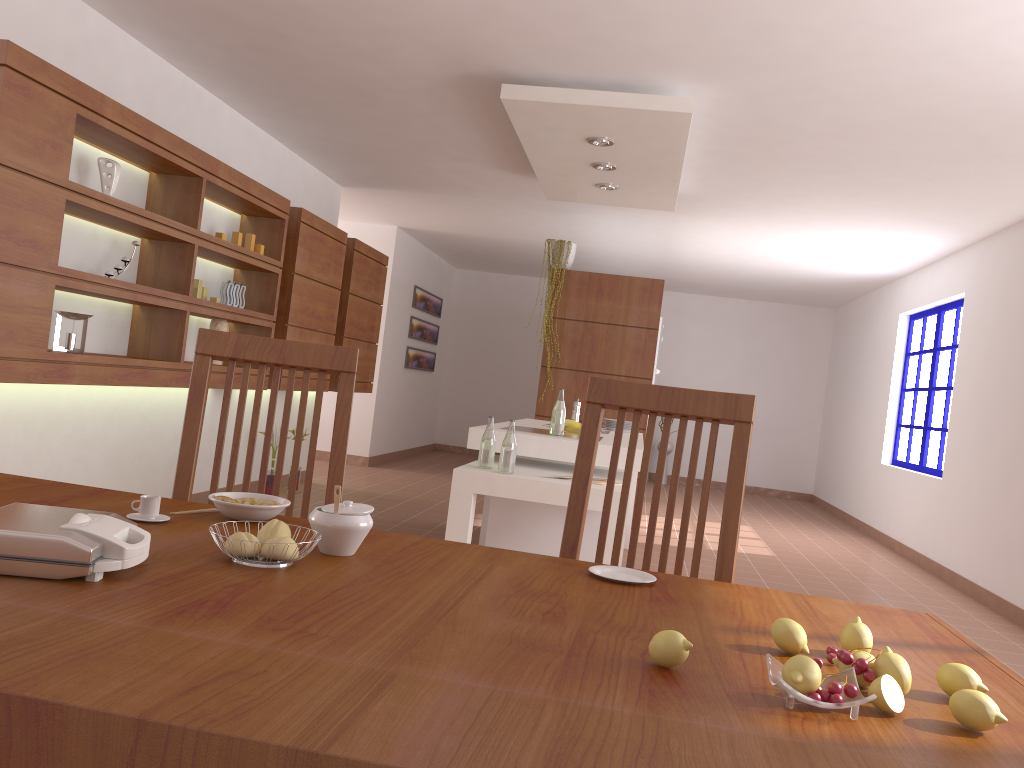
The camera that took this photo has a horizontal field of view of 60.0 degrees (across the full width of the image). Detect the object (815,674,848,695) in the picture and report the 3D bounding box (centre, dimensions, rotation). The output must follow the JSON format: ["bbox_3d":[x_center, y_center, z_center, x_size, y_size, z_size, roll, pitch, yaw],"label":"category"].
[{"bbox_3d":[0.330,0.312,0.914,0.049,0.023,0.040,7,0,-36],"label":"object"}]

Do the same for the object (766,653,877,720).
[{"bbox_3d":[0.309,0.309,0.901,0.092,0.032,0.091,7,0,8],"label":"object"}]

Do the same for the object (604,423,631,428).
[{"bbox_3d":[0.736,0.291,6.037,0.228,0.020,0.228,7,0,-10],"label":"object"}]

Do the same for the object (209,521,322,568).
[{"bbox_3d":[-0.342,0.225,1.227,0.151,0.041,0.151,7,0,-32],"label":"object"}]

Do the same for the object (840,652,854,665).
[{"bbox_3d":[0.366,0.300,0.968,0.014,0.014,0.012,7,0,29],"label":"object"}]

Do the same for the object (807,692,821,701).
[{"bbox_3d":[0.300,0.313,0.881,0.014,0.013,0.014,7,0,13],"label":"object"}]

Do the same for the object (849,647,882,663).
[{"bbox_3d":[0.388,0.297,0.976,0.037,0.011,0.034,7,0,-31],"label":"object"}]

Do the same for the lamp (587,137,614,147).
[{"bbox_3d":[0.471,-1.299,4.688,0.143,0.059,0.143,7,0,-9],"label":"lamp"}]

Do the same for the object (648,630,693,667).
[{"bbox_3d":[0.171,0.288,0.967,0.041,0.041,0.042,7,0,-6],"label":"object"}]

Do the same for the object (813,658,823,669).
[{"bbox_3d":[0.352,0.323,1.024,0.014,0.014,0.012,7,0,-3],"label":"object"}]

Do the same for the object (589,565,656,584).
[{"bbox_3d":[0.176,0.306,1.415,0.108,0.008,0.108,7,0,-27],"label":"object"}]

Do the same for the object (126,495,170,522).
[{"bbox_3d":[-0.576,0.198,1.410,0.065,0.037,0.065,7,0,22],"label":"object"}]

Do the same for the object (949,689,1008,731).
[{"bbox_3d":[0.461,0.325,0.883,0.043,0.038,0.043,7,0,-2],"label":"object"}]

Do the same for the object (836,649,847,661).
[{"bbox_3d":[0.367,0.301,0.983,0.013,0.014,0.014,7,0,-24],"label":"object"}]

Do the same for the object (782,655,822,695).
[{"bbox_3d":[0.294,0.295,0.900,0.043,0.038,0.042,7,0,-15],"label":"object"}]

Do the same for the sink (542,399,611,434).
[{"bbox_3d":[0.414,0.277,5.603,0.404,0.368,0.668,7,0,8],"label":"sink"}]

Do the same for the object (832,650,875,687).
[{"bbox_3d":[0.386,0.316,0.986,0.044,0.039,0.041,7,0,-28],"label":"object"}]

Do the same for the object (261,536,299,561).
[{"bbox_3d":[-0.319,0.225,1.222,0.048,0.033,0.060,7,0,7],"label":"object"}]

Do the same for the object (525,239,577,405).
[{"bbox_3d":[0.304,-0.500,7.204,0.297,1.344,0.279,7,0,-32],"label":"object"}]

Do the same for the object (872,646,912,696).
[{"bbox_3d":[0.409,0.310,0.954,0.039,0.049,0.039,7,0,16],"label":"object"}]

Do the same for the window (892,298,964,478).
[{"bbox_3d":[3.582,0.044,7.566,0.035,1.430,1.699,7,0,8],"label":"window"}]

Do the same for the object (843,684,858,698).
[{"bbox_3d":[0.342,0.310,0.896,0.014,0.014,0.012,7,0,21],"label":"object"}]

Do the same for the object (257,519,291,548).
[{"bbox_3d":[-0.341,0.217,1.271,0.048,0.044,0.055,7,0,-12],"label":"object"}]

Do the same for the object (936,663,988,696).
[{"bbox_3d":[0.495,0.329,0.981,0.043,0.038,0.043,7,0,-2],"label":"object"}]

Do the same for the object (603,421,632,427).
[{"bbox_3d":[0.737,0.281,6.037,0.228,0.020,0.228,7,0,-10],"label":"object"}]

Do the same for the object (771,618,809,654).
[{"bbox_3d":[0.340,0.309,1.088,0.041,0.041,0.042,7,0,-17],"label":"object"}]

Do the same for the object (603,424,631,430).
[{"bbox_3d":[0.734,0.301,6.037,0.228,0.020,0.228,7,0,-10],"label":"object"}]

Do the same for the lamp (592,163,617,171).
[{"bbox_3d":[0.542,-1.290,5.188,0.143,0.059,0.143,7,0,36],"label":"lamp"}]

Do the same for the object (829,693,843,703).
[{"bbox_3d":[0.324,0.316,0.885,0.013,0.014,0.014,7,0,37],"label":"object"}]

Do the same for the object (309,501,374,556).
[{"bbox_3d":[-0.259,0.216,1.340,0.096,0.079,0.096,7,0,4],"label":"object"}]

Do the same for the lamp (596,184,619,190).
[{"bbox_3d":[0.614,-1.281,5.682,0.143,0.059,0.143,7,0,36],"label":"lamp"}]

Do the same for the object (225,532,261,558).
[{"bbox_3d":[-0.369,0.220,1.217,0.048,0.032,0.061,7,0,-22],"label":"object"}]

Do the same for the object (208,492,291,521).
[{"bbox_3d":[-0.451,0.214,1.519,0.136,0.036,0.136,7,0,-34],"label":"object"}]

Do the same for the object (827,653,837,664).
[{"bbox_3d":[0.382,0.328,1.057,0.014,0.012,0.014,7,0,12],"label":"object"}]

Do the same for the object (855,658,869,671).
[{"bbox_3d":[0.376,0.301,0.952,0.012,0.014,0.014,7,0,-11],"label":"object"}]

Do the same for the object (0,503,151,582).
[{"bbox_3d":[-0.550,0.188,1.087,0.195,0.062,0.176,7,0,-7],"label":"object"}]

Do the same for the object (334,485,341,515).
[{"bbox_3d":[-0.258,0.186,1.303,0.010,0.075,0.015,7,0,8],"label":"object"}]

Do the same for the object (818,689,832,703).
[{"bbox_3d":[0.315,0.315,0.894,0.014,0.013,0.014,7,0,32],"label":"object"}]

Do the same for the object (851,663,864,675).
[{"bbox_3d":[0.374,0.308,0.959,0.012,0.014,0.014,7,0,-11],"label":"object"}]

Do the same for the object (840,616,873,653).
[{"bbox_3d":[0.430,0.318,1.108,0.038,0.053,0.039,7,0,43],"label":"object"}]

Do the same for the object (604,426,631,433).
[{"bbox_3d":[0.733,0.311,6.037,0.228,0.020,0.228,7,0,-10],"label":"object"}]

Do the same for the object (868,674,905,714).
[{"bbox_3d":[0.382,0.316,0.905,0.039,0.036,0.033,7,0,-44],"label":"object"}]
